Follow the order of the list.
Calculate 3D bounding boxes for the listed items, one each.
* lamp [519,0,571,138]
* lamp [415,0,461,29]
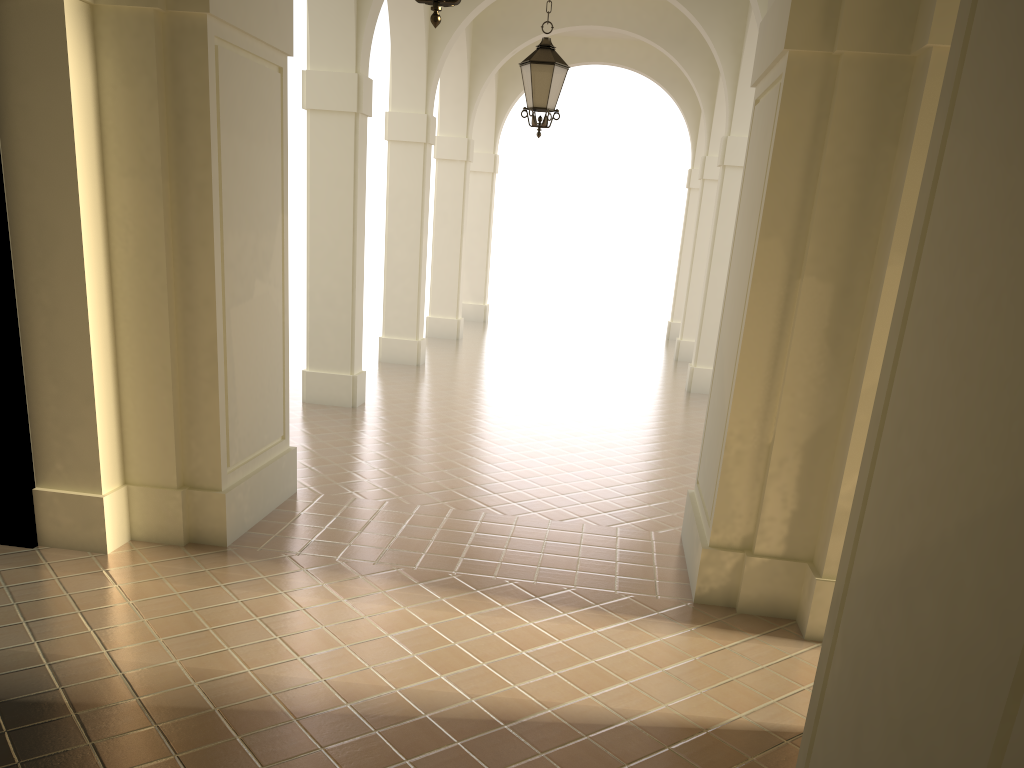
[{"bbox_3d":[0.393,-4.092,8.197,0.509,3.468,0.422,6,18,6],"label":"lamp"},{"bbox_3d":[-0.220,-3.259,3.443,0.441,3.468,0.488,-3,20,-23],"label":"lamp"}]
